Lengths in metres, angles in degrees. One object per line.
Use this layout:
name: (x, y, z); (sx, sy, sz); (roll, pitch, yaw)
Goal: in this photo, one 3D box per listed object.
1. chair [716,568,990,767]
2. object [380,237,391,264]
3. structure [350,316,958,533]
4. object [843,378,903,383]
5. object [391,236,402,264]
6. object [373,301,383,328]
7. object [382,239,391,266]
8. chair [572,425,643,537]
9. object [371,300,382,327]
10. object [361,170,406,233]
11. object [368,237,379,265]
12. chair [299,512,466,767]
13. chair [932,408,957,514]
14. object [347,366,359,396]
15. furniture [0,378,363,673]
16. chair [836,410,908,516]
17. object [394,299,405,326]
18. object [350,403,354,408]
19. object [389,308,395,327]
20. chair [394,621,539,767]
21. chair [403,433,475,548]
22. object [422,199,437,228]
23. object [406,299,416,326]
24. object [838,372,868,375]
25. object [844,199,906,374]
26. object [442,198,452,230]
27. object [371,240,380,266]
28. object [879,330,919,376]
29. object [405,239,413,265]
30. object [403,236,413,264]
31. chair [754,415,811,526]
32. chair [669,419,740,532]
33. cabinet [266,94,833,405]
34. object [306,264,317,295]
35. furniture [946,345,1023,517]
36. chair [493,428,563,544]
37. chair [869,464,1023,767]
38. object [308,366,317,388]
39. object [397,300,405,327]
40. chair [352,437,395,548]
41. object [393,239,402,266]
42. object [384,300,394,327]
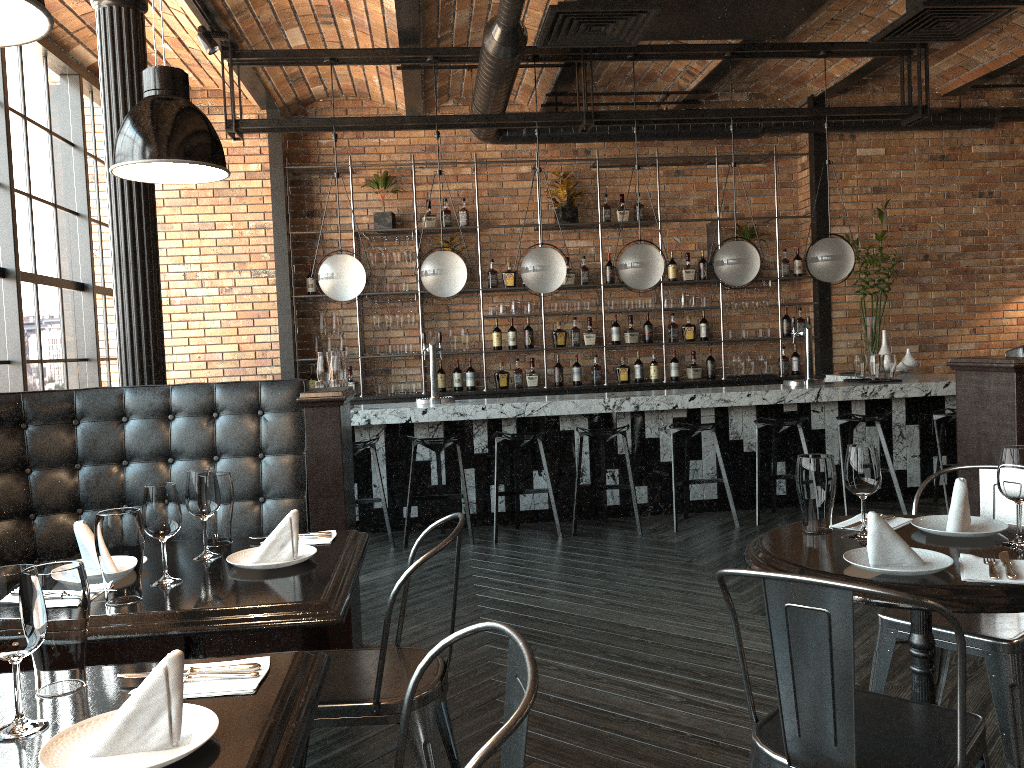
chair: (0.730, 0.762, 1.862); (0.504, 0.857, 0.558); (0, 3, 40)
object: (-1.157, -1.219, 8.102); (0.092, 0.244, 0.092); (-2, 2, 1)
structure: (1.059, 0.227, 7.271); (5.346, 1.430, 1.930); (-3, 2, -5)
object: (2.797, -0.027, 6.889); (0.273, 0.019, 0.437); (-3, 2, -5)
object: (-1.059, -1.224, 8.111); (0.092, 0.244, 0.092); (-2, 2, 1)
object: (-1.257, -0.649, 8.281); (0.092, 0.244, 0.092); (-2, 2, 1)
object: (-1.172, -1.226, 8.266); (0.092, 0.244, 0.092); (-2, 2, 1)
chair: (0.638, 0.641, 6.134); (0.475, 0.737, 0.414); (-2, 2, 5)
object: (-1.242, -0.642, 8.117); (0.092, 0.244, 0.092); (-2, 2, 1)
object: (-1.185, -1.687, 8.199); (0.377, 0.554, 0.422); (-3, 3, -17)
object: (-1.267, -1.214, 8.092); (0.092, 0.244, 0.092); (-2, 2, 1)
chair: (-0.383, 0.791, 2.336); (0.558, 0.857, 0.504); (-3, 2, 0)
chair: (3.172, 0.520, 6.363); (0.475, 0.737, 0.414); (-3, 3, -15)
object: (-1.492, -0.025, 8.196); (0.123, 0.279, 0.123); (-2, 3, 8)
furniture: (-1.402, 0.709, 1.163); (1.979, 1.212, 5.451); (-3, 2, -5)
chair: (2.473, 0.553, 6.300); (0.475, 0.737, 0.414); (-3, 3, -10)
object: (-1.034, -0.652, 8.136); (0.092, 0.244, 0.092); (-2, 2, 1)
object: (-1.316, 0.169, 6.519); (0.273, 0.019, 0.437); (-3, 2, -5)
object: (-1.147, -0.654, 8.291); (0.092, 0.244, 0.092); (-2, 2, 1)
chair: (-0.230, 0.829, 1.303); (0.558, 0.857, 0.504); (-3, 3, -10)
chair: (-0.500, 0.696, 6.031); (0.475, 0.737, 0.414); (-3, 2, 0)
object: (-0.768, -1.568, 8.217); (0.123, 0.279, 0.123); (-3, 3, -16)
object: (-0.930, -0.657, 8.145); (0.092, 0.244, 0.092); (-2, 2, 1)
object: (3.318, -0.101, 8.123); (0.622, 0.014, 0.622); (-4, 3, -33)
object: (3.299, -0.867, 8.063); (0.584, 1.546, 0.673); (-1, 3, 34)
object: (-0.611, -1.578, 8.230); (0.083, 0.282, 0.083); (-3, 3, -20)
object: (-1.282, -1.221, 8.256); (0.092, 0.244, 0.092); (-2, 2, 1)
object: (3.339, -0.274, 7.723); (0.316, 0.397, 0.319); (0, 3, 44)
object: (-0.971, -1.235, 8.284); (0.092, 0.244, 0.092); (-2, 2, 1)
object: (-0.956, -1.229, 8.120); (0.092, 0.244, 0.092); (-2, 2, 1)
chair: (1.892, 0.581, 6.247); (0.475, 0.737, 0.414); (-3, 2, 0)
chair: (1.276, 0.611, 6.192); (0.475, 0.737, 0.414); (-3, 3, -10)
cabinet: (-0.452, -0.863, 8.233); (7.075, 3.779, 0.564); (-3, 2, -5)
object: (-1.850, -0.956, 8.172); (0.086, 0.298, 0.086); (0, 3, 44)
furniture: (3.307, 0.484, 1.585); (1.979, 1.212, 5.451); (-3, 2, -5)
chair: (0.060, 0.669, 6.082); (0.475, 0.737, 0.414); (-3, 3, -10)
chair: (1.383, 0.700, 2.647); (0.558, 0.857, 0.504); (-5, 3, -40)
object: (-1.841, -0.019, 8.184); (0.086, 0.299, 0.086); (0, 3, 44)
object: (-1.049, -0.659, 8.300); (0.092, 0.244, 0.092); (-2, 2, 1)
chair: (-1.068, 0.723, 5.980); (0.475, 0.737, 0.414); (-3, 3, -15)
object: (-1.074, -1.231, 8.275); (0.092, 0.244, 0.092); (-2, 2, 1)
object: (-1.132, -0.648, 8.127); (0.092, 0.244, 0.092); (-2, 2, 1)
